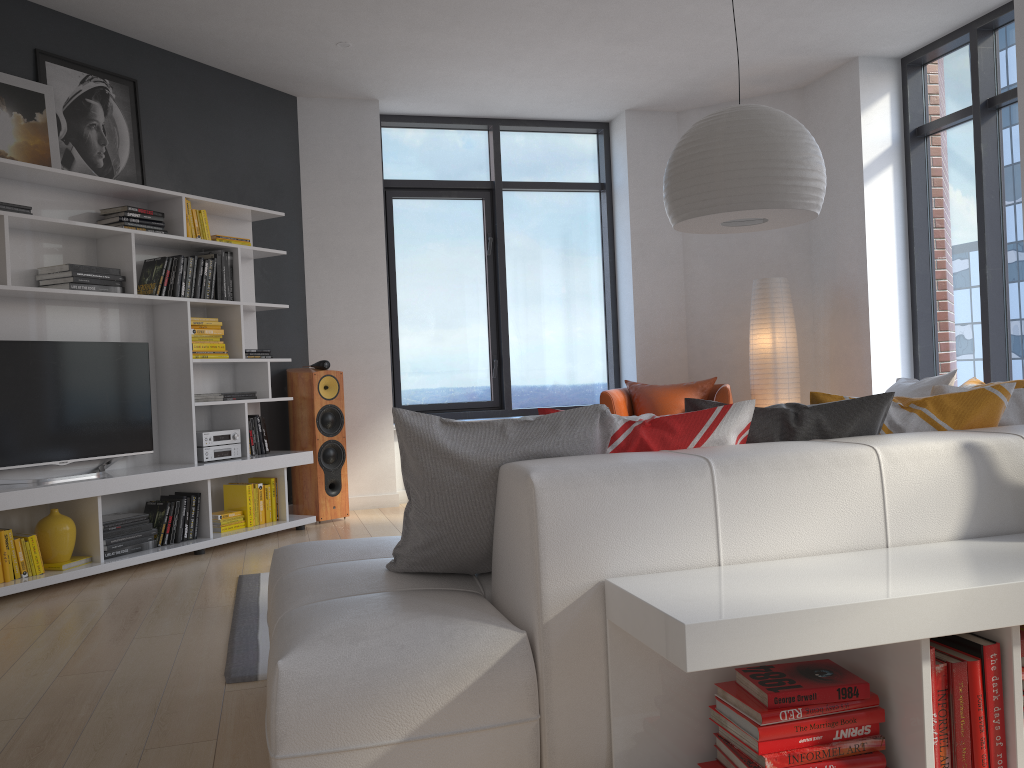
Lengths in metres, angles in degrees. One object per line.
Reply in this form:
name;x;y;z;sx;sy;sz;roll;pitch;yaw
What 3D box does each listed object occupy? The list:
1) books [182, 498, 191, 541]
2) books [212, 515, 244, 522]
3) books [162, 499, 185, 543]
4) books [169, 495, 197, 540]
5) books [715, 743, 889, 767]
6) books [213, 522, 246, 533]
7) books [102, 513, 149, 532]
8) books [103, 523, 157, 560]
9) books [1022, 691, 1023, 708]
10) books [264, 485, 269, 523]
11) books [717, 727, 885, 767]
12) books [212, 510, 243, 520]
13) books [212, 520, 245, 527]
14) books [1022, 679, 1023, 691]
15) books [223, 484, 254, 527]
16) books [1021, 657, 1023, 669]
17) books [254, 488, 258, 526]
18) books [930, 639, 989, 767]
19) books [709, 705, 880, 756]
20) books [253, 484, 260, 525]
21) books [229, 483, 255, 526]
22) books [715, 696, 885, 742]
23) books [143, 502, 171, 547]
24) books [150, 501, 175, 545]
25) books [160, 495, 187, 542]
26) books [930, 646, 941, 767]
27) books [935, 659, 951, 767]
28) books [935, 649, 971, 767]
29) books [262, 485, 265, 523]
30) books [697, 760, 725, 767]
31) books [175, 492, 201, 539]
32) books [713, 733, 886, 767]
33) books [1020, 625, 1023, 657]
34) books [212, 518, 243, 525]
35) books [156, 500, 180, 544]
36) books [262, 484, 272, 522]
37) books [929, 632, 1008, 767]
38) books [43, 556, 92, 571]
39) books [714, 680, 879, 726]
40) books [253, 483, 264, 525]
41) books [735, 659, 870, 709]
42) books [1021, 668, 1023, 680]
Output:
books;-1.899;0.764;5.017;0.179;0.243;0.068;-2;0;28
books;-1.722;0.805;5.314;0.134;0.014;0.187;-2;0;30
books;-1.907;0.765;4.964;0.172;0.242;0.069;-2;0;31
books;-1.885;0.758;5.052;0.191;0.249;0.084;-2;0;30
books;0.564;0.746;1.745;0.259;0.034;0.206;-3;0;-12
books;-1.720;0.857;5.313;0.147;0.033;0.190;-2;0;30
books;-2.137;0.734;4.710;0.250;0.047;0.310;-2;0;25
books;-2.111;0.825;4.706;0.277;0.137;0.343;-2;0;25
books;1.076;0.606;1.835;0.261;0.027;0.191;-3;0;-19
books;-1.595;0.748;5.550;0.172;0.234;0.024;-2;0;30
books;0.563;0.691;1.744;0.257;0.025;0.182;-3;0;-15
books;-1.735;0.785;5.317;0.138;0.026;0.186;-2;0;30
books;-1.725;0.834;5.316;0.148;0.011;0.196;-2;0;30
books;1.084;0.580;1.832;0.236;0.023;0.178;-3;0;-15
books;-1.673;0.742;5.421;0.198;0.255;0.044;-2;0;30
books;1.083;0.532;1.834;0.266;0.026;0.187;-3;0;-21
books;-1.632;0.755;5.454;0.156;0.229;0.024;-2;0;29
books;0.862;0.652;1.771;0.042;0.259;0.195;-3;0;-15
books;0.554;0.666;1.758;0.261;0.028;0.191;-3;0;-15
books;-1.638;0.742;5.482;0.180;0.251;0.019;-2;0;30
books;-1.660;0.739;5.449;0.199;0.263;0.015;-2;0;30
books;0.560;0.638;1.743;0.269;0.028;0.179;-3;0;-14
books;-1.975;0.771;4.888;0.182;0.234;0.104;-2;0;30
books;-1.962;0.771;4.920;0.187;0.234;0.096;-2;0;30
books;-1.918;0.758;4.997;0.192;0.254;0.075;-2;0;29
books;0.757;0.641;1.749;0.036;0.294;0.208;-3;0;-15
books;0.790;0.657;1.761;0.031;0.255;0.181;-3;0;-15
books;0.823;0.655;1.771;0.034;0.259;0.207;-3;0;-15
books;-1.610;0.747;5.531;0.169;0.239;0.023;-2;0;30
books;0.552;0.780;1.733;0.301;0.032;0.227;-3;0;-15
books;-1.869;0.752;5.082;0.197;0.260;0.066;-2;0;30
books;0.556;0.717;1.734;0.266;0.026;0.187;-3;0;-10
books;1.062;0.503;1.837;0.259;0.034;0.206;-3;0;-18
books;-1.711;0.820;5.302;0.113;0.018;0.169;-2;0;31
books;-1.935;0.769;4.940;0.169;0.233;0.081;-2;0;29
books;-1.585;0.748;5.575;0.172;0.234;0.024;-2;0;30
books;0.893;0.635;1.785;0.049;0.291;0.214;-3;0;-15
books;-2.267;0.888;4.396;0.270;0.029;0.204;-2;0;15
books;0.556;0.613;1.745;0.254;0.025;0.178;-3;0;-16
books;-1.623;0.742;5.504;0.185;0.250;0.035;-2;0;30
books;0.565;0.586;1.738;0.206;0.029;0.152;-3;0;-9
books;1.063;0.558;1.835;0.257;0.025;0.182;-3;0;-15
